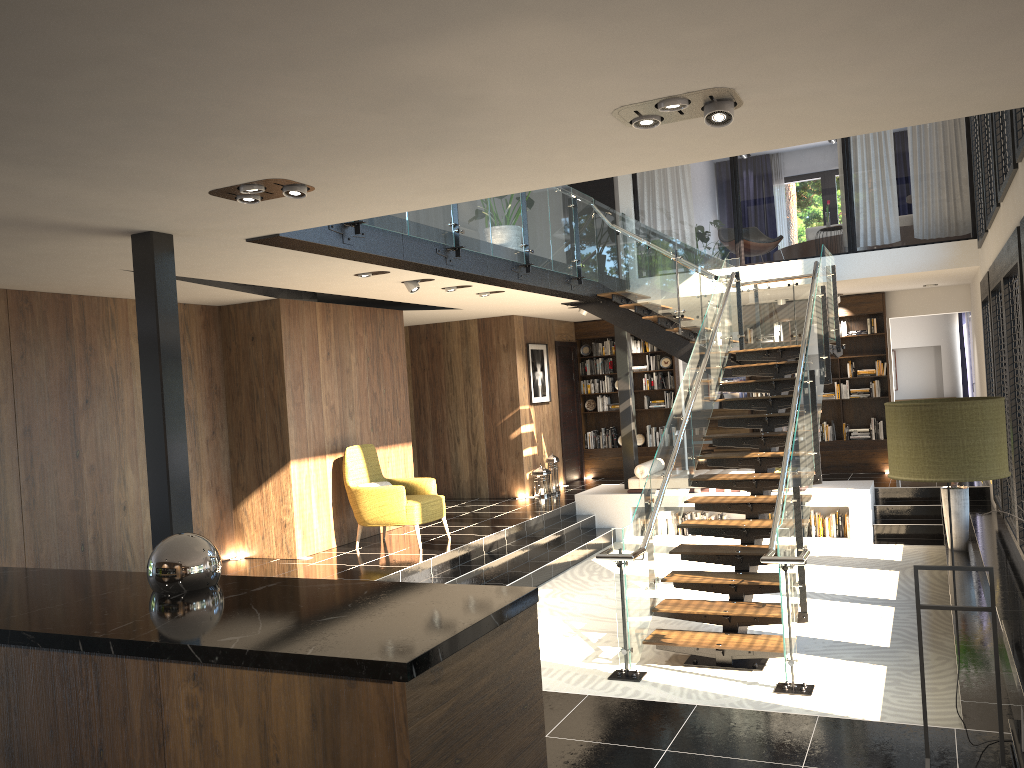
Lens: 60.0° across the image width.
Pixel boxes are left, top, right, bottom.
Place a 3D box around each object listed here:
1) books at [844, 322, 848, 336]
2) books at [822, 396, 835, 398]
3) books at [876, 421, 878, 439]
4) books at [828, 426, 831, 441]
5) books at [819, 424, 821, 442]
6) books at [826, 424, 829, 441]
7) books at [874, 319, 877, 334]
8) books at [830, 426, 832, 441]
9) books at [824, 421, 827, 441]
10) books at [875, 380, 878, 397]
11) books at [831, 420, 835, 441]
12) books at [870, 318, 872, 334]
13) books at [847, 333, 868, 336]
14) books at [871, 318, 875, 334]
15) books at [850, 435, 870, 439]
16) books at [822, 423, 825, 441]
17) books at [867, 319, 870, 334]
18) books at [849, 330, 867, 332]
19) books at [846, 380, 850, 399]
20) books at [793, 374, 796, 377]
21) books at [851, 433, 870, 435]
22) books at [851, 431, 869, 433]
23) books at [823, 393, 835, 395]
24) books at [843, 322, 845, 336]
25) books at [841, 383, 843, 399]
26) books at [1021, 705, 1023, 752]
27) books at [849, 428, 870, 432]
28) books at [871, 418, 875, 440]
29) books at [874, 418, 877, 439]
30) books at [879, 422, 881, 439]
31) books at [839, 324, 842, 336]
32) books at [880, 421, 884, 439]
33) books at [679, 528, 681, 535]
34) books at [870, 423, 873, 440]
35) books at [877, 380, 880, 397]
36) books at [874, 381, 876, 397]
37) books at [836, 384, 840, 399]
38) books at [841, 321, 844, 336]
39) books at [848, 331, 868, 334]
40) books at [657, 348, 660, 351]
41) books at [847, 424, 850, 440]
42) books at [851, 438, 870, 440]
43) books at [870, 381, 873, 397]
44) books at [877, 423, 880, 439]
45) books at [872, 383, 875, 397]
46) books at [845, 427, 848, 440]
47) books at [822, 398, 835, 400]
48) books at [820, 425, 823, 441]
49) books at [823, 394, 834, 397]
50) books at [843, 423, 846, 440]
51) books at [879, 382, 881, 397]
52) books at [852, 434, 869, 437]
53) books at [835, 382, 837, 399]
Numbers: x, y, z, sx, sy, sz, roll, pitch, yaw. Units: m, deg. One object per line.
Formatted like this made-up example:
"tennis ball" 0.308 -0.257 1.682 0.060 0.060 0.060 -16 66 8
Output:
"books" 5.077 -0.834 13.479 0.026 0.213 0.195 -4 0 25
"books" 4.818 0.202 13.619 0.275 0.025 0.156 -4 0 21
"books" 5.488 0.694 13.322 0.023 0.267 0.147 -4 0 25
"books" 4.876 0.759 13.610 0.026 0.221 0.145 -4 0 25
"books" 4.745 0.752 13.661 0.034 0.255 0.194 -4 0 25
"books" 4.842 0.747 13.603 0.028 0.250 0.162 -4 0 25
"books" 5.449 -0.866 13.294 0.028 0.226 0.165 -4 0 25
"books" 4.899 0.755 13.599 0.026 0.227 0.129 -4 0 25
"books" 4.822 0.726 13.626 0.025 0.294 0.177 -4 0 25
"books" 5.470 0.068 13.289 0.026 0.251 0.178 -4 0 25
"books" 4.922 0.713 13.597 0.022 0.307 0.131 -4 0 25
"books" 5.403 -0.869 13.340 0.023 0.238 0.178 -4 0 25
"books" 5.236 -0.750 13.422 0.285 0.025 0.176 -4 0 26
"books" 5.413 -0.865 13.291 0.036 0.228 0.198 -4 0 25
"books" 5.273 0.802 13.424 0.286 0.030 0.176 -4 0 24
"books" 4.797 0.735 13.631 0.028 0.280 0.154 -4 0 25
"books" 5.377 -0.863 13.348 0.031 0.231 0.176 -4 0 25
"books" 5.240 -0.798 13.436 0.246 0.021 0.148 -4 0 25
"books" 5.105 0.081 13.468 0.031 0.277 0.168 -4 0 25
"books" 4.411 -0.163 13.815 0.031 0.228 0.176 -4 0 25
"books" 5.268 0.750 13.422 0.263 0.024 0.167 -4 0 20
"books" 5.272 0.725 13.432 0.251 0.026 0.148 -4 0 21
"books" 4.816 0.153 13.620 0.274 0.025 0.156 -4 0 29
"books" 5.064 -0.834 13.510 0.025 0.217 0.159 -4 0 25
"books" 5.040 0.108 13.522 0.025 0.232 0.156 -4 0 25
"books" 2.051 1.306 3.380 0.196 0.218 0.023 -4 0 25
"books" 5.264 0.697 13.418 0.288 0.030 0.175 -4 0 29
"books" 5.433 0.669 13.334 0.030 0.326 0.195 -4 0 25
"books" 5.459 0.674 13.323 0.027 0.311 0.148 -4 0 25
"books" 5.524 0.698 13.293 0.023 0.254 0.191 -4 0 25
"books" 5.012 -0.817 13.513 0.030 0.189 0.152 -4 0 25
"books" 5.542 0.687 13.276 0.025 0.274 0.204 -4 0 25
"books" 2.254 1.878 11.828 0.019 0.261 0.182 -4 0 25
"books" 5.410 0.710 13.344 0.026 0.247 0.149 -4 0 25
"books" 5.502 0.069 13.300 0.022 0.247 0.132 -4 0 25
"books" 5.457 0.072 13.319 0.023 0.246 0.147 -4 0 25
"books" 4.995 0.112 13.549 0.037 0.232 0.231 -4 0 25
"books" 5.039 -0.841 13.513 0.021 0.233 0.147 -4 0 25
"books" 5.231 -0.775 13.416 0.288 0.025 0.175 -4 0 21
"books" 2.432 -0.641 14.774 0.022 0.195 0.135 -4 0 25
"books" 5.113 0.735 13.478 0.026 0.238 0.159 -4 0 25
"books" 5.278 0.830 13.432 0.273 0.025 0.156 -4 0 23
"books" 5.403 0.077 13.324 0.031 0.244 0.176 -4 0 25
"books" 5.508 0.709 13.310 0.022 0.234 0.178 -4 0 25
"books" 5.433 0.091 13.322 0.025 0.212 0.167 -4 0 25
"books" 5.094 0.755 13.496 0.025 0.199 0.149 -4 0 25
"books" 4.821 0.228 13.621 0.274 0.025 0.156 -4 0 22
"books" 4.775 0.752 13.649 0.029 0.250 0.142 -4 0 25
"books" 4.815 0.178 13.616 0.261 0.024 0.167 -4 0 22
"books" 5.076 0.724 13.519 0.024 0.264 0.174 -4 0 25
"books" 5.525 0.078 13.308 0.012 0.224 0.097 -4 0 25
"books" 5.275 0.774 13.434 0.250 0.026 0.148 -4 0 22
"books" 4.961 0.099 13.552 0.026 0.263 0.156 -4 0 25
